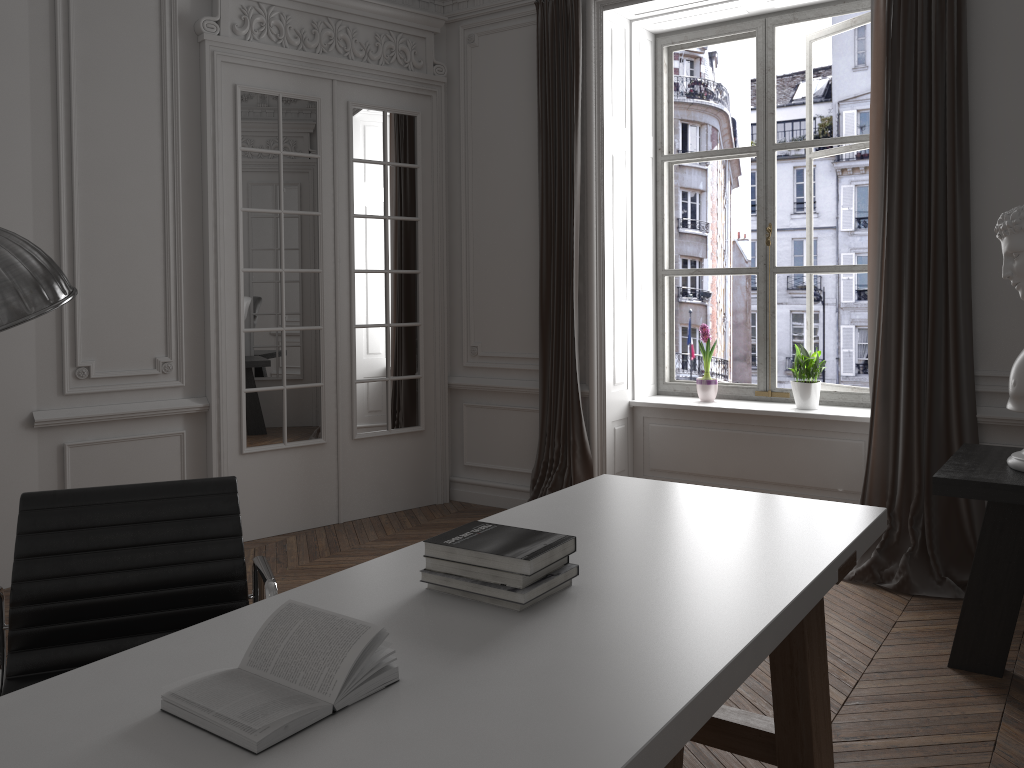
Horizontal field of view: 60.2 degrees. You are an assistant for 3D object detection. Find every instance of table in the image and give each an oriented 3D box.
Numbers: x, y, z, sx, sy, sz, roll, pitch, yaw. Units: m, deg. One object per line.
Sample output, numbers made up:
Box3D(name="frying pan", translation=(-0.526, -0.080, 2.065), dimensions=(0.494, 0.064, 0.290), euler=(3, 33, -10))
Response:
Box3D(name="table", translation=(-0.047, 0.820, 1.670), dimensions=(0.901, 0.747, 2.630), euler=(2, 6, 34))
Box3D(name="table", translation=(1.910, 0.663, 3.004), dimensions=(0.768, 0.748, 0.770), euler=(2, 4, 34))

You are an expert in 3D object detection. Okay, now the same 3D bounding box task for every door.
Box3D(name="door", translation=(-1.048, -0.525, 5.264), dimensions=(1.567, 2.731, 0.086), euler=(-3, 2, -40))

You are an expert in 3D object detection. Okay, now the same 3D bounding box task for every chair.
Box3D(name="chair", translation=(-0.797, 0.723, 1.850), dimensions=(0.694, 0.922, 0.669), euler=(-2, 3, -30))

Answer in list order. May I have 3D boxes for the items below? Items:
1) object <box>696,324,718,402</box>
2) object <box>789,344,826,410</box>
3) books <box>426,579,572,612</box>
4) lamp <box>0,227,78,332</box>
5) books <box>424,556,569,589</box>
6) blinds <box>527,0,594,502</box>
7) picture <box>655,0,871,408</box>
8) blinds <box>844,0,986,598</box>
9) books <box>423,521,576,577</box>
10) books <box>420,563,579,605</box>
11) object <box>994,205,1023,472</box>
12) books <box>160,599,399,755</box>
Box3D(name="object", translation=(1.188, -0.130, 5.382), dimensions=(0.129, 0.475, 0.129), euler=(-1, 2, -6))
Box3D(name="object", translation=(1.674, -0.045, 5.007), dimensions=(0.215, 0.368, 0.285), euler=(0, 3, 13))
Box3D(name="books", translation=(-0.027, 0.415, 1.854), dimensions=(0.242, 0.022, 0.192), euler=(4, 7, 36))
Box3D(name="lamp", translation=(-0.656, 0.193, 0.808), dimensions=(0.269, 0.698, 0.489), euler=(1, 3, 34))
Box3D(name="books", translation=(-0.031, 0.368, 1.849), dimensions=(0.240, 0.028, 0.191), euler=(3, 7, 32))
Box3D(name="blinds", translation=(0.229, -0.730, 5.167), dimensions=(0.581, 3.097, 0.310), euler=(1, 2, 40))
Box3D(name="picture", translation=(-0.474, -1.039, 2.173), dimensions=(13.209, 4.794, 13.284), euler=(2, 6, 26))
Box3D(name="blinds", translation=(1.809, -0.631, 4.051), dimensions=(0.778, 3.096, 0.343), euler=(0, 2, 29))
Box3D(name="books", translation=(-0.025, 0.338, 1.842), dimensions=(0.259, 0.032, 0.192), euler=(3, 7, 32))
Box3D(name="books", translation=(-0.025, 0.394, 1.842), dimensions=(0.259, 0.022, 0.212), euler=(3, 7, 34))
Box3D(name="object", translation=(1.839, -0.168, 2.966), dimensions=(0.393, 0.922, 0.635), euler=(1, 3, 34))
Box3D(name="books", translation=(-0.353, 0.431, 1.363), dimensions=(0.226, 0.095, 0.279), euler=(3, 7, 36))
